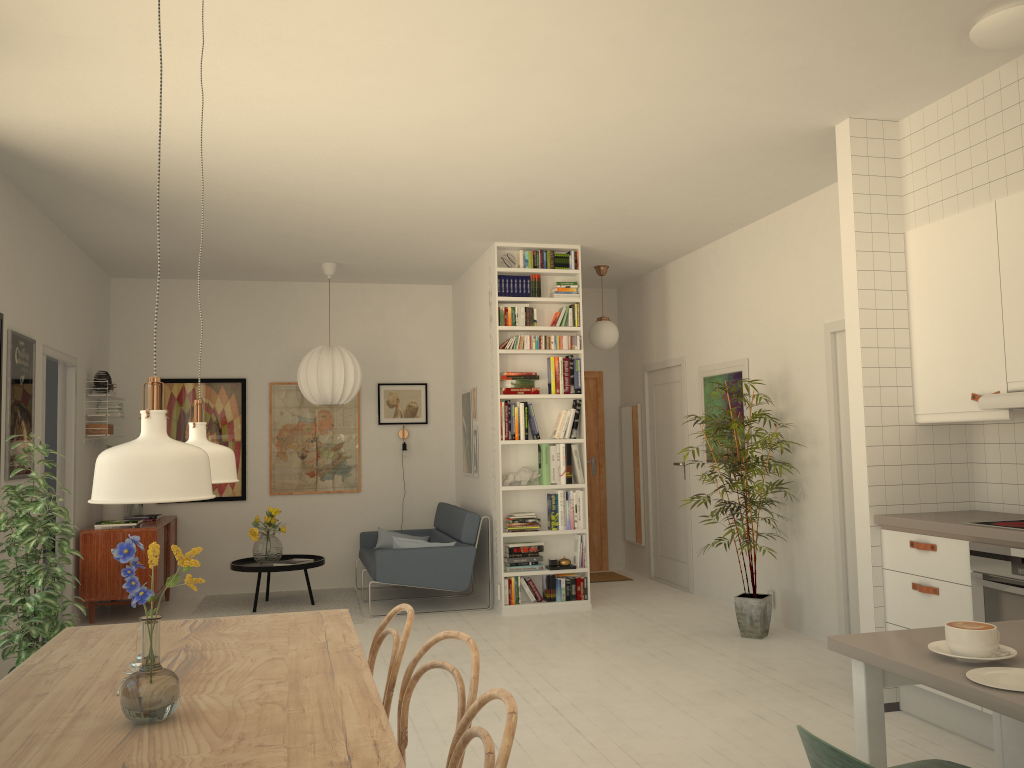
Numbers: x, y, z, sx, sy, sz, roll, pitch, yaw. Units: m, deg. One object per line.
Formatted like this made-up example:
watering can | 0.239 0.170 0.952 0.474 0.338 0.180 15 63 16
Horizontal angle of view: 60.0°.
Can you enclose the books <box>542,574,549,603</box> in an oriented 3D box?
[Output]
books | 0.255 1.599 6.996 0.015 0.214 0.202 0 -4 -14

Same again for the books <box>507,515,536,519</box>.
books | 0.066 1.044 7.000 0.212 0.017 0.165 0 -4 -17

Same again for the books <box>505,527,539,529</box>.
books | 0.074 1.127 6.984 0.248 0.009 0.170 -1 -4 -11

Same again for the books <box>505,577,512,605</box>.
books | -0.035 1.608 6.923 0.026 0.206 0.187 0 -4 -14

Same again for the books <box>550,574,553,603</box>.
books | 0.286 1.599 6.998 0.015 0.214 0.202 0 -4 -14

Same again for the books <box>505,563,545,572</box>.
books | 0.091 1.441 6.986 0.297 0.039 0.204 -1 -4 -9

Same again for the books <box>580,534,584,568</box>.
books | 0.544 1.329 7.101 0.008 0.257 0.184 0 -4 -14

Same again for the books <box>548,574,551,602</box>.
books | 0.268 1.600 7.007 0.015 0.214 0.202 0 -4 -14

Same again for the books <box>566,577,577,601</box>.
books | 0.458 1.622 7.070 0.050 0.170 0.221 0 -4 -14

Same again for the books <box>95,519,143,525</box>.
books | -3.056 1.075 6.908 0.311 0.015 0.192 -1 -4 -11

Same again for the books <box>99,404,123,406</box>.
books | -3.439 0.185 7.611 0.153 0.013 0.197 0 -4 -12

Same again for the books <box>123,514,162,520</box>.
books | -3.181 1.129 7.517 0.368 0.020 0.254 0 -4 -12

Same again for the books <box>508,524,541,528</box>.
books | 0.091 1.117 7.016 0.255 0.014 0.197 -1 -4 -4

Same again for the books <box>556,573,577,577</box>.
books | 0.423 1.511 7.030 0.165 0.006 0.102 0 -4 -14

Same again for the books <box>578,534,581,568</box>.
books | 0.515 1.331 7.102 0.030 0.256 0.198 0 -4 -14

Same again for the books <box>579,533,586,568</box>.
books | 0.554 1.328 7.091 0.007 0.258 0.180 0 -4 -14

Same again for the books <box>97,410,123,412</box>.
books | -3.441 0.234 7.598 0.168 0.021 0.197 0 -4 -12

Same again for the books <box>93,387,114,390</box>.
books | -3.370 0.041 7.318 0.155 0.024 0.136 0 -4 -21

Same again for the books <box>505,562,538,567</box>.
books | 0.067 1.407 6.983 0.241 0.024 0.168 0 -4 -19

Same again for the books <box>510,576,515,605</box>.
books | -0.011 1.605 6.925 0.020 0.211 0.184 0 -4 -14

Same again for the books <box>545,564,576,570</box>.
books | 0.385 1.444 6.991 0.215 0.023 0.130 0 -4 -14

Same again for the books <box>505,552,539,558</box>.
books | 0.071 1.338 6.974 0.247 0.039 0.142 0 -4 -17

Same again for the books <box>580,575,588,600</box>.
books | 0.553 1.618 7.092 0.032 0.176 0.230 0 -4 -14

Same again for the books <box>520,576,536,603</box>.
books | 0.106 1.607 6.956 0.135 0.200 0.134 0 -4 -14

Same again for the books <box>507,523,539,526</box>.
books | 0.076 1.105 6.993 0.250 0.008 0.135 0 -4 -18

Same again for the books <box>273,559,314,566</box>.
books | -1.795 1.473 7.295 0.200 0.031 0.289 -3 -4 20

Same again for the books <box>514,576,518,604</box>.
books | 0.017 1.602 6.947 0.021 0.215 0.174 0 -4 -14

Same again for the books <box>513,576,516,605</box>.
books | 0.001 1.607 6.942 0.012 0.206 0.193 0 -4 -14

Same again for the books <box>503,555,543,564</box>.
books | 0.077 1.374 6.972 0.297 0.039 0.165 0 -4 -19

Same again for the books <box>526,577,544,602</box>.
books | 0.167 1.614 6.971 0.131 0.188 0.136 0 -4 -14

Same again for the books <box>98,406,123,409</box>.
books | -3.439 0.202 7.602 0.173 0.023 0.190 0 -4 -15

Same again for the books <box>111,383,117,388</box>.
books | -3.357 0.010 7.318 0.178 0.036 0.145 0 -4 -21

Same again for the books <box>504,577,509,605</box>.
books | -0.068 1.613 6.918 0.039 0.199 0.185 0 -4 -14

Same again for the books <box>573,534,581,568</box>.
books | 0.506 1.331 7.097 0.034 0.257 0.209 0 -4 -14

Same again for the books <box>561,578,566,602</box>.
books | 0.375 1.619 7.035 0.032 0.176 0.222 0 -4 -14

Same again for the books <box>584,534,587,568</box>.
books | 0.565 1.328 7.085 0.011 0.256 0.139 0 -4 -14

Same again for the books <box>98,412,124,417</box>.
books | -3.437 0.263 7.605 0.179 0.038 0.190 0 -4 -15

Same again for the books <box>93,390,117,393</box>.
books | -3.361 0.063 7.325 0.158 0.019 0.131 0 -4 -12

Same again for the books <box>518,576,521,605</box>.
books | 0.036 1.602 6.936 0.010 0.215 0.193 0 -4 -14

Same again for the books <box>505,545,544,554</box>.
books | 0.087 1.295 6.983 0.285 0.047 0.185 0 -4 -14

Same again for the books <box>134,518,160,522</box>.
books | -3.192 1.149 7.506 0.371 0.022 0.259 0 -4 -14

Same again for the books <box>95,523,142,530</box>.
books | -3.057 1.107 6.905 0.320 0.020 0.237 0 -4 -18

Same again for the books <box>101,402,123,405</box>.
books | -3.433 0.171 7.611 0.147 0.016 0.195 0 -4 -17

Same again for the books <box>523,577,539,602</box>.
books | 0.138 1.610 6.957 0.118 0.192 0.118 0 -4 -14

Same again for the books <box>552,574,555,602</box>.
books | 0.298 1.599 7.009 0.015 0.214 0.202 0 -4 -14

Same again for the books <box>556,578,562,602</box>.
books | 0.339 1.618 7.031 0.044 0.179 0.224 0 -4 -14

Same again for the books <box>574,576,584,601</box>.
books | 0.515 1.616 7.064 0.056 0.180 0.201 0 -4 -14

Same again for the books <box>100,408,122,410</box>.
books | -3.445 0.219 7.614 0.147 0.012 0.195 0 -4 -17

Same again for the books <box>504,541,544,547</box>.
books | 0.087 1.259 7.001 0.297 0.024 0.162 0 -4 -23

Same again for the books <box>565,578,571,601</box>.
books | 0.414 1.625 7.044 0.048 0.163 0.209 0 -4 -14

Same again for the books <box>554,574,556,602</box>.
books | 0.312 1.599 7.018 0.015 0.214 0.202 0 -4 -14

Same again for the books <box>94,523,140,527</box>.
books | -3.066 1.090 6.904 0.296 0.015 0.240 0 -4 -15

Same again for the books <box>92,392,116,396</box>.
books | -3.368 0.087 7.320 0.159 0.028 0.146 0 -4 -17

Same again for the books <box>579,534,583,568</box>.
books | 0.533 1.329 7.070 0.033 0.258 0.130 0 -4 -14

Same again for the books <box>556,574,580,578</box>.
books | 0.432 1.521 7.050 0.193 0.012 0.130 0 -4 -14
